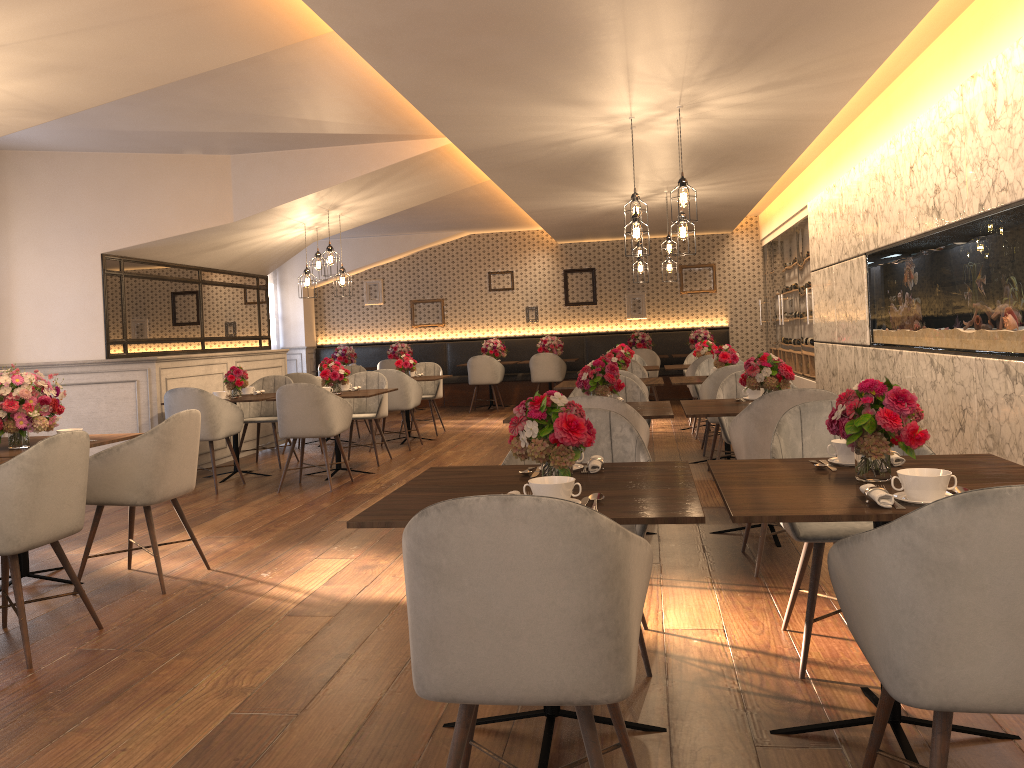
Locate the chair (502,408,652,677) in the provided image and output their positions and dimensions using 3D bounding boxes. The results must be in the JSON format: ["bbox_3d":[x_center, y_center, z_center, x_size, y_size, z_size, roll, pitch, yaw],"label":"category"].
[{"bbox_3d":[0.253,0.547,3.272,0.564,0.872,0.527,-3,1,9],"label":"chair"}]

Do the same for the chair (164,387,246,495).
[{"bbox_3d":[-2.564,0.446,7.324,0.564,0.872,0.527,-3,1,9],"label":"chair"}]

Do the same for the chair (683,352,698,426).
[{"bbox_3d":[2.334,0.032,10.575,0.564,0.872,0.527,-3,1,9],"label":"chair"}]

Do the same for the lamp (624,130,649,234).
[{"bbox_3d":[0.878,-2.150,6.559,0.175,2.071,0.175,-3,0,10],"label":"lamp"}]

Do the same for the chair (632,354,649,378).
[{"bbox_3d":[1.387,0.068,10.720,0.564,0.872,0.527,-3,1,9],"label":"chair"}]

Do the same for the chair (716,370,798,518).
[{"bbox_3d":[1.573,0.353,5.577,0.564,0.872,0.527,-3,1,9],"label":"chair"}]

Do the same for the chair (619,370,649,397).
[{"bbox_3d":[0.799,0.310,6.960,0.564,0.872,0.527,-3,1,9],"label":"chair"}]

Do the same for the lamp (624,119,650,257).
[{"bbox_3d":[0.837,-1.936,6.234,0.175,2.071,0.175,-3,0,10],"label":"lamp"}]

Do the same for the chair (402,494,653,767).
[{"bbox_3d":[0.038,0.632,1.961,0.564,0.872,0.527,-3,1,9],"label":"chair"}]

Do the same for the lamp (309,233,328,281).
[{"bbox_3d":[-2.067,-2.119,9.275,0.175,2.071,0.175,-3,0,10],"label":"lamp"}]

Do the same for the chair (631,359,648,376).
[{"bbox_3d":[1.172,0.153,9.409,0.564,0.872,0.527,-3,1,9],"label":"chair"}]

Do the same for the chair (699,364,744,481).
[{"bbox_3d":[1.746,0.274,6.815,0.564,0.872,0.527,-3,1,9],"label":"chair"}]

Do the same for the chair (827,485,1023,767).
[{"bbox_3d":[0.985,0.596,1.817,0.564,0.872,0.527,-3,1,9],"label":"chair"}]

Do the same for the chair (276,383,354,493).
[{"bbox_3d":[-1.616,0.410,7.179,0.564,0.872,0.527,-3,1,9],"label":"chair"}]

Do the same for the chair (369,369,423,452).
[{"bbox_3d":[-1.267,0.263,9.476,0.564,0.872,0.527,-3,1,9],"label":"chair"}]

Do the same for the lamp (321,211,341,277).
[{"bbox_3d":[-1.826,-2.097,8.702,0.175,2.071,0.175,-3,0,10],"label":"lamp"}]

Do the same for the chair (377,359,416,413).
[{"bbox_3d":[-1.807,0.043,13.756,0.564,0.872,0.527,-3,1,9],"label":"chair"}]

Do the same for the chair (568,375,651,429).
[{"bbox_3d":[0.626,0.389,5.721,0.564,0.872,0.527,-3,1,9],"label":"chair"}]

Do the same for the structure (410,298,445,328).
[{"bbox_3d":[-1.459,-1.221,15.304,0.601,0.485,0.032,-2,0,9],"label":"structure"}]

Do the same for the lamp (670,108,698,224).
[{"bbox_3d":[1.119,-2.129,5.986,0.175,2.071,0.175,-3,0,10],"label":"lamp"}]

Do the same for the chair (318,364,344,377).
[{"bbox_3d":[-2.755,0.079,13.901,0.564,0.872,0.527,-3,1,9],"label":"chair"}]

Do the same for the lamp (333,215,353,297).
[{"bbox_3d":[-1.767,-1.924,9.026,0.175,2.071,0.175,-3,0,10],"label":"lamp"}]

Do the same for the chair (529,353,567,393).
[{"bbox_3d":[0.538,-0.046,13.398,0.564,0.872,0.527,-3,1,9],"label":"chair"}]

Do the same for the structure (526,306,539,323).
[{"bbox_3d":[0.342,-1.177,15.038,0.216,0.277,0.018,-2,0,9],"label":"structure"}]

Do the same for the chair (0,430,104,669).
[{"bbox_3d":[-2.012,0.634,3.585,0.526,0.872,0.565,-3,1,9],"label":"chair"}]

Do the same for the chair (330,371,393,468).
[{"bbox_3d":[-1.448,0.327,8.497,0.564,0.872,0.527,-3,1,9],"label":"chair"}]

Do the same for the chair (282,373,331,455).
[{"bbox_3d":[-2.214,0.299,9.621,0.564,0.872,0.527,-3,1,9],"label":"chair"}]

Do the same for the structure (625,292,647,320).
[{"bbox_3d":[2.072,-1.300,14.766,0.340,0.440,0.034,-2,0,9],"label":"structure"}]

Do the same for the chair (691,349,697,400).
[{"bbox_3d":[2.884,-0.135,13.041,0.564,0.872,0.527,-3,1,9],"label":"chair"}]

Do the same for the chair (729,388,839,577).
[{"bbox_3d":[1.358,0.438,4.266,0.564,0.872,0.527,-3,1,9],"label":"chair"}]

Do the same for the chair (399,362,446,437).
[{"bbox_3d":[-1.098,0.179,10.794,0.564,0.872,0.527,-3,1,9],"label":"chair"}]

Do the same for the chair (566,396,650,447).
[{"bbox_3d":[0.411,0.474,4.411,0.564,0.872,0.527,-3,1,9],"label":"chair"}]

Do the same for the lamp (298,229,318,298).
[{"bbox_3d":[-2.107,-1.904,8.950,0.175,2.071,0.175,-3,0,10],"label":"lamp"}]

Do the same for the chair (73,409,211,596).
[{"bbox_3d":[-1.871,0.575,4.513,0.526,0.872,0.565,-3,1,9],"label":"chair"}]

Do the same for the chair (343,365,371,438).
[{"bbox_3d":[-2.045,0.215,10.939,0.564,0.872,0.527,-3,1,9],"label":"chair"}]

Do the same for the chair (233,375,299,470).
[{"bbox_3d":[-2.395,0.363,8.641,0.564,0.872,0.527,-3,1,9],"label":"chair"}]

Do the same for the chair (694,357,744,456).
[{"bbox_3d":[1.961,0.189,8.126,0.564,0.872,0.527,-3,1,9],"label":"chair"}]

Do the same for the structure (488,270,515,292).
[{"bbox_3d":[-0.184,-1.755,15.117,0.449,0.345,0.016,-2,0,9],"label":"structure"}]

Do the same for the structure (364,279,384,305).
[{"bbox_3d":[-2.417,-1.602,15.448,0.340,0.440,0.034,-2,0,9],"label":"structure"}]

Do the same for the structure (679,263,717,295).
[{"bbox_3d":[3.066,-1.733,14.612,0.601,0.485,0.032,-2,0,9],"label":"structure"}]

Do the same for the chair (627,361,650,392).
[{"bbox_3d":[1.014,0.225,8.270,0.564,0.872,0.527,-3,1,9],"label":"chair"}]

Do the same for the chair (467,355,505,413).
[{"bbox_3d":[-0.409,-0.010,13.543,0.564,0.872,0.527,-3,1,9],"label":"chair"}]

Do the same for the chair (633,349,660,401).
[{"bbox_3d":[1.937,-0.099,13.185,0.564,0.872,0.527,-3,1,9],"label":"chair"}]

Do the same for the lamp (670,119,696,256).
[{"bbox_3d":[1.177,-1.956,6.310,0.175,2.071,0.175,-3,0,10],"label":"lamp"}]

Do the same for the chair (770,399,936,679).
[{"bbox_3d":[1.200,0.511,3.127,0.564,0.872,0.527,-3,1,9],"label":"chair"}]

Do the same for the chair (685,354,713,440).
[{"bbox_3d":[2.119,0.117,9.264,0.564,0.872,0.527,-3,1,9],"label":"chair"}]

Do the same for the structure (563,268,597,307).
[{"bbox_3d":[1.148,-1.629,14.912,0.544,0.632,0.035,-2,0,9],"label":"structure"}]
